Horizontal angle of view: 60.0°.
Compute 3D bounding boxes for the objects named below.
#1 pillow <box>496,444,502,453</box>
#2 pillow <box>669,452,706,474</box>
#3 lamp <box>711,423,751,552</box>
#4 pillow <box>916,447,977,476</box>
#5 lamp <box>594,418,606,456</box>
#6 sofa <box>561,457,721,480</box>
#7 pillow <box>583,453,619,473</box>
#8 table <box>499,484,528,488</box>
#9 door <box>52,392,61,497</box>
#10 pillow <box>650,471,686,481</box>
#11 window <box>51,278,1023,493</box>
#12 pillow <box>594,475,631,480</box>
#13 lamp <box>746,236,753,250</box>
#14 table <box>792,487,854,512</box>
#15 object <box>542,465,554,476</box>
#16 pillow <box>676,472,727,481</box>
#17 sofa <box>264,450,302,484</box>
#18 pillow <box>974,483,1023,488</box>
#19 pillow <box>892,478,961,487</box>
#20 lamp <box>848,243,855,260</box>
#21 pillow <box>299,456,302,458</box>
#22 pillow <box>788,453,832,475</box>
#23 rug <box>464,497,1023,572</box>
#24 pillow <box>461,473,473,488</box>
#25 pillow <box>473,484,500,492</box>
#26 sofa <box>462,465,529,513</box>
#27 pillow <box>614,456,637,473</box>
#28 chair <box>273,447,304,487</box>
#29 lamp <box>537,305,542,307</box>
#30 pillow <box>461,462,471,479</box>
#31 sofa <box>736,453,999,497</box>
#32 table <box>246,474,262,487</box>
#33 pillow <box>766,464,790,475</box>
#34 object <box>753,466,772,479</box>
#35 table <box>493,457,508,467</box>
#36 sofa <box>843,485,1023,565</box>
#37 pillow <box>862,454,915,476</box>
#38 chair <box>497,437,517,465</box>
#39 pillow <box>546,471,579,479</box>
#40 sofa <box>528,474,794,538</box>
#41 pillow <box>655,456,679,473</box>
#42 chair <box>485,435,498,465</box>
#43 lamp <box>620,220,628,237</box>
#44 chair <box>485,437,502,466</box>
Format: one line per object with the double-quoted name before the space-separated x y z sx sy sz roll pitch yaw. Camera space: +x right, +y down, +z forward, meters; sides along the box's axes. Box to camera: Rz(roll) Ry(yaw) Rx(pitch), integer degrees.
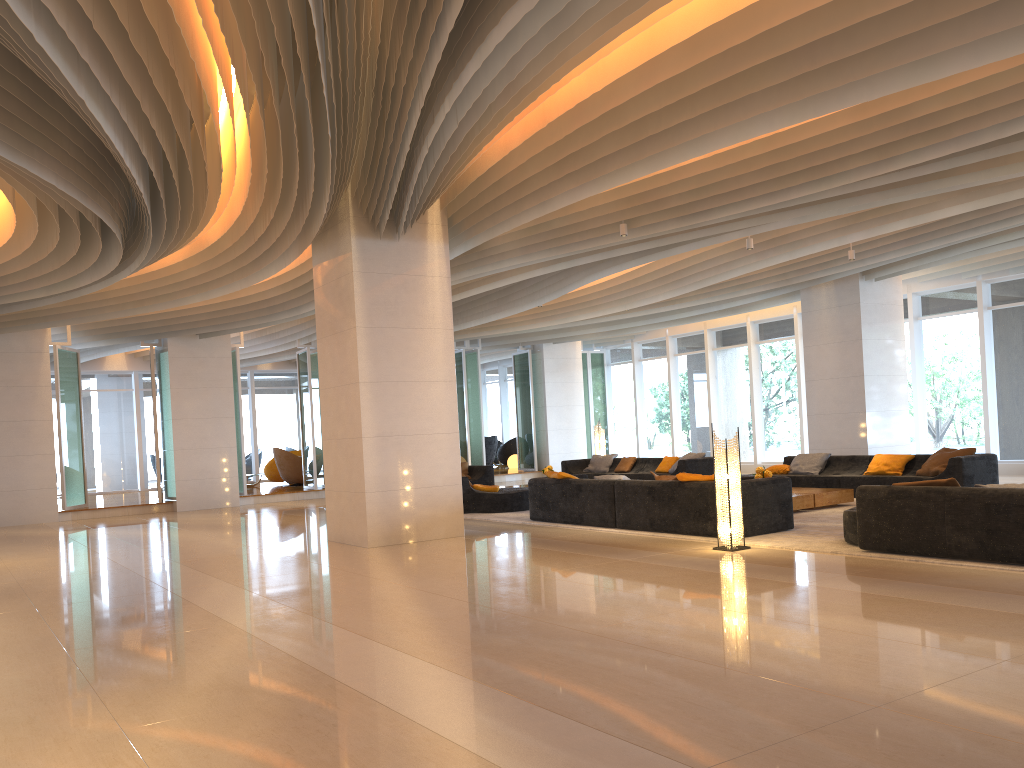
"pillow" -0.531 2.123 29.573 0.505 0.408 0.462 -3 -2 -6
"pillow" 3.229 1.459 16.403 0.551 0.377 0.635 -3 -2 -11
"lamp" 2.040 0.960 8.366 0.254 1.198 0.246 -3 0 -34
"pillow" 5.962 1.069 12.201 0.551 0.377 0.635 -3 -2 -11
"lamp" 1.964 1.485 19.664 0.254 1.450 0.246 -3 0 -34
"sofa" 2.433 1.751 17.392 0.956 0.582 3.725 -2 -4 -33
"pillow" 1.843 1.656 18.533 0.629 0.377 0.556 -5 -3 34
"table" 0.652 1.963 16.193 1.624 0.220 1.579 -1 -4 -33
"door" -12.386 1.609 23.301 1.480 2.770 0.059 -3 0 -34
"pillow" 1.882 1.195 10.142 0.450 0.409 0.593 -2 -2 -31
"window" 5.630 -0.034 16.268 53.874 3.218 22.414 -4 -3 21
"pillow" 1.326 1.312 11.000 0.426 0.377 0.578 -2 -2 -31
"lamp" 3.150 -2.559 11.890 0.088 1.506 0.090 -3 0 29
"table" 3.418 1.569 11.938 1.624 0.220 1.579 -1 -4 -33
"object" 0.674 1.675 16.393 0.236 0.377 0.265 -3 -1 -1
"pillow" 2.164 1.126 9.570 0.629 0.377 0.556 -5 -3 34
"sofa" -5.614 2.262 24.628 2.603 0.900 1.093 0 -3 -44
"pillow" 3.988 0.904 6.936 0.464 0.344 0.556 -2 -3 -35
"pillow" 3.555 0.961 7.403 0.403 0.391 0.597 -2 -2 -31
"lamp" 4.989 -2.589 13.121 0.090 1.506 0.088 -3 0 -43
"pillow" -5.284 1.928 22.142 0.611 0.454 0.479 -5 -2 38
"pillow" 4.676 1.304 14.027 0.468 0.416 0.655 -2 -3 -33
"rug" 3.252 1.706 12.206 5.595 0.022 15.995 -1 -4 -33
"pillow" -0.777 1.564 14.123 0.333 0.311 0.418 -2 -2 -32
"pillow" -0.404 1.639 14.000 0.410 0.136 0.417 -3 -3 0
"sofa" -0.676 1.805 15.984 2.867 0.653 5.018 -1 -4 -33
"pillow" 2.284 1.620 17.829 0.327 0.312 0.402 -2 -2 -36
"chair" -5.423 2.073 22.431 1.150 1.005 1.500 -2 -2 -26
"lamp" 0.471 -2.165 16.216 0.088 1.506 0.089 -3 0 11
"pillow" -1.177 1.806 18.267 0.642 0.377 0.544 -3 -2 -12
"sofa" 4.929 1.377 13.238 1.372 0.582 4.085 -1 -4 -35
"table" -7.090 2.556 23.264 1.094 0.318 0.808 -2 -3 -27
"pillow" 4.309 1.401 14.397 0.444 0.192 0.593 -4 -3 21
"object" 3.325 1.265 11.768 0.237 0.377 0.264 -3 -1 -11
"table" -0.212 2.485 28.573 1.094 0.318 0.808 -2 -3 -27
"sofa" 3.836 1.117 7.603 1.375 0.576 2.222 -1 -4 -33
"pillow" 5.440 1.214 12.857 0.457 0.394 0.628 -2 -3 -34
"chair" 0.243 2.067 27.704 1.539 1.005 1.121 -2 -2 -31
"pillow" 0.779 1.323 11.701 0.551 0.377 0.635 -3 -2 -11
"sofa" 1.596 1.414 10.712 0.956 0.582 3.725 -2 -4 -33
"pillow" 2.942 1.527 16.817 0.326 0.312 0.402 -2 -2 -31
"chair" -1.004 2.061 26.429 1.121 1.005 1.539 -4 -2 29
"lamp" 1.303 -2.530 10.642 0.090 1.506 0.088 -3 0 -43
"chair" -0.843 2.223 29.397 1.534 1.005 1.125 -2 -2 -21
